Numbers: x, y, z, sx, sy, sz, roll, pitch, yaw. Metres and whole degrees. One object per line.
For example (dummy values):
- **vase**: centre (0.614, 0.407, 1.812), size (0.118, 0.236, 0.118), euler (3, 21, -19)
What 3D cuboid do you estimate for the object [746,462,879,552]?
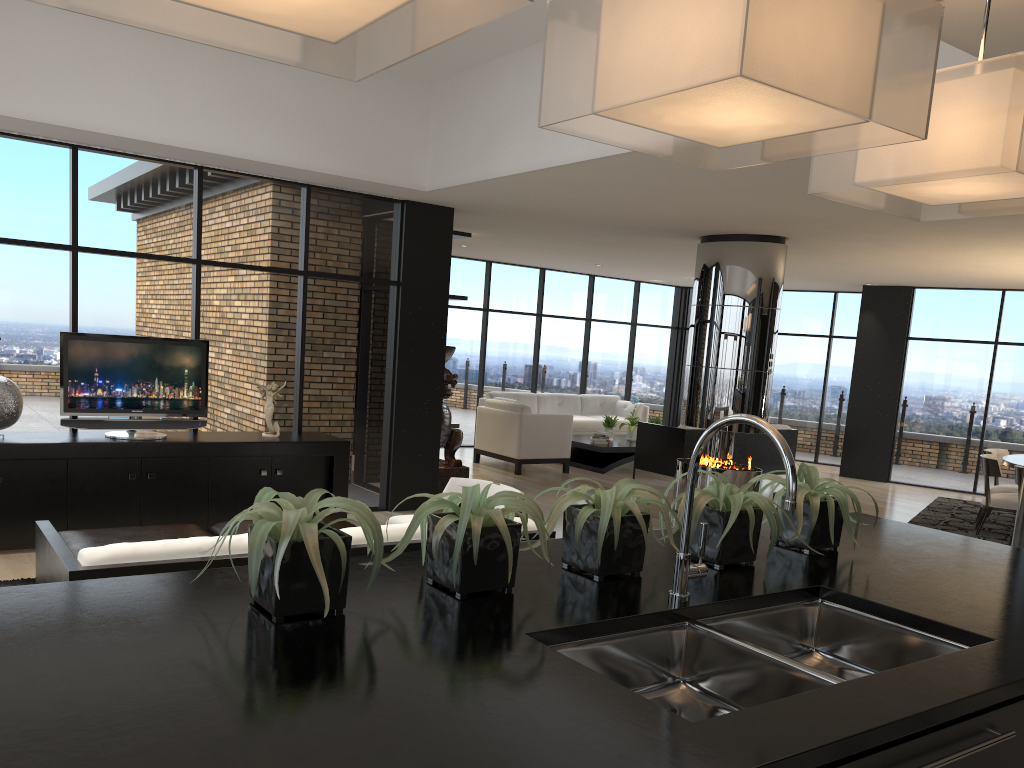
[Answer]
- **object**: centre (0.903, 0.356, 2.565), size (0.407, 0.242, 0.393), euler (3, 4, -11)

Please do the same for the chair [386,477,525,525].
- **chair**: centre (-0.323, 0.984, 5.599), size (0.684, 0.682, 0.797), euler (0, 6, -35)

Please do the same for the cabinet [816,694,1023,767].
- **cabinet**: centre (0.293, 1.020, 1.956), size (3.115, 1.049, 1.168), euler (2, 6, -35)

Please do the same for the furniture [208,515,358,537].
- **furniture**: centre (-1.205, 1.045, 5.025), size (0.827, 0.488, 0.820), euler (1, 5, -35)

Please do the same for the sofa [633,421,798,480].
- **sofa**: centre (2.556, 0.864, 11.042), size (2.032, 0.812, 0.830), euler (2, 6, -35)

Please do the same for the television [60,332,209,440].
- **television**: centre (-2.643, 0.020, 6.233), size (0.934, 0.719, 0.403), euler (3, 7, -17)

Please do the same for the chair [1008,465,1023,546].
- **chair**: centre (4.922, 1.178, 8.032), size (0.616, 0.815, 0.635), euler (1, 7, -29)

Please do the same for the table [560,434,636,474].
- **table**: centre (1.614, 0.961, 12.354), size (2.032, 0.355, 1.252), euler (2, 4, -35)

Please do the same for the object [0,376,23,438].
- **object**: centre (-3.432, 0.141, 5.720), size (0.460, 0.412, 0.462), euler (8, 6, 37)

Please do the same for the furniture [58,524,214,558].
- **furniture**: centre (-1.901, 1.018, 4.535), size (0.827, 0.488, 0.820), euler (1, 5, -35)

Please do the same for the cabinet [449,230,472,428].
- **cabinet**: centre (-1.751, -0.403, 10.587), size (1.185, 2.771, 2.635), euler (-1, 7, -34)

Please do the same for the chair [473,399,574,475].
- **chair**: centre (0.151, 0.652, 11.298), size (0.854, 0.865, 0.991), euler (0, 6, -35)

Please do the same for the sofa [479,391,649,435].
- **sofa**: centre (0.826, 0.595, 13.499), size (2.695, 0.865, 0.846), euler (2, 6, -35)

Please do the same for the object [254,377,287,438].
- **object**: centre (-1.844, 0.181, 6.762), size (0.256, 0.464, 0.104), euler (-1, 9, -34)

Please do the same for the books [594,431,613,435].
- **books**: centre (1.205, 0.649, 11.641), size (0.154, 0.027, 0.183), euler (1, 4, -44)

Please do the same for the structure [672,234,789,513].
- **structure**: centre (2.123, -0.034, 8.695), size (0.884, 2.773, 0.585), euler (11, 10, 42)

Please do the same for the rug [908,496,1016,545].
- **rug**: centre (5.644, 1.581, 9.100), size (2.701, 0.011, 3.708), euler (6, 3, 32)

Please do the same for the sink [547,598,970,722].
- **sink**: centre (0.497, 0.601, 1.725), size (0.922, 0.161, 0.456), euler (2, 4, -35)

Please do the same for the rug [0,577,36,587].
- **rug**: centre (-1.515, 1.280, 4.642), size (3.033, 0.012, 2.458), euler (2, 3, -34)

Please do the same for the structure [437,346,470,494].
- **structure**: centre (-0.808, 0.321, 9.033), size (0.516, 1.612, 0.723), euler (-1, 9, -35)

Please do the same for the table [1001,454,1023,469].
- **table**: centre (5.626, 1.200, 9.001), size (1.201, 0.777, 2.099), euler (7, 4, 34)

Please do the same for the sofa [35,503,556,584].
- **sofa**: centre (-0.890, 0.961, 3.873), size (2.032, 0.812, 0.830), euler (2, 6, -35)

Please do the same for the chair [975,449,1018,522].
- **chair**: centre (5.412, 1.139, 9.575), size (0.611, 0.815, 0.641), euler (10, 8, 42)

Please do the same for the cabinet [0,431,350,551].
- **cabinet**: centre (-2.705, 0.744, 6.317), size (3.039, 0.749, 0.615), euler (2, 6, -35)

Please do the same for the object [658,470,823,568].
- **object**: centre (0.553, 0.341, 2.350), size (0.398, 0.242, 0.402), euler (3, 4, -11)

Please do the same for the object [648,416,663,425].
- **object**: centre (2.036, 0.618, 12.599), size (0.282, 0.374, 0.214), euler (8, 8, 33)

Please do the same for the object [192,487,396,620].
- **object**: centre (-0.408, 0.317, 1.634), size (0.398, 0.219, 0.402), euler (3, 4, -11)

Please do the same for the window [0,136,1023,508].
- **window**: centre (0.723, -1.110, 7.327), size (10.050, 4.836, 15.859), euler (7, 5, 41)

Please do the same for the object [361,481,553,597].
- **object**: centre (-0.123, 0.314, 1.901), size (0.407, 0.242, 0.393), euler (3, 4, -11)

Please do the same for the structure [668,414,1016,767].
- **structure**: centre (0.495, 0.581, 1.653), size (2.776, 1.030, 0.649), euler (2, 7, -35)

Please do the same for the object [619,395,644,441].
- **object**: centre (1.713, 0.474, 12.323), size (0.356, 0.638, 0.365), euler (2, 7, -16)

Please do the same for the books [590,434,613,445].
- **books**: centre (1.184, 0.723, 11.656), size (0.307, 0.128, 0.221), euler (4, 4, 3)

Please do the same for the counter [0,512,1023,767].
- **counter**: centre (0.331, 0.485, 1.880), size (3.115, 0.032, 1.168), euler (2, 3, -35)

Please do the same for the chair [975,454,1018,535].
- **chair**: centre (4.973, 1.143, 8.833), size (0.613, 0.815, 0.639), euler (7, 7, 25)

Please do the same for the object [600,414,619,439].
- **object**: centre (1.337, 0.591, 12.123), size (0.283, 0.374, 0.213), euler (6, 7, 18)

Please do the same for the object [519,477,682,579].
- **object**: centre (0.183, 0.337, 2.122), size (0.407, 0.219, 0.393), euler (3, 4, -11)
